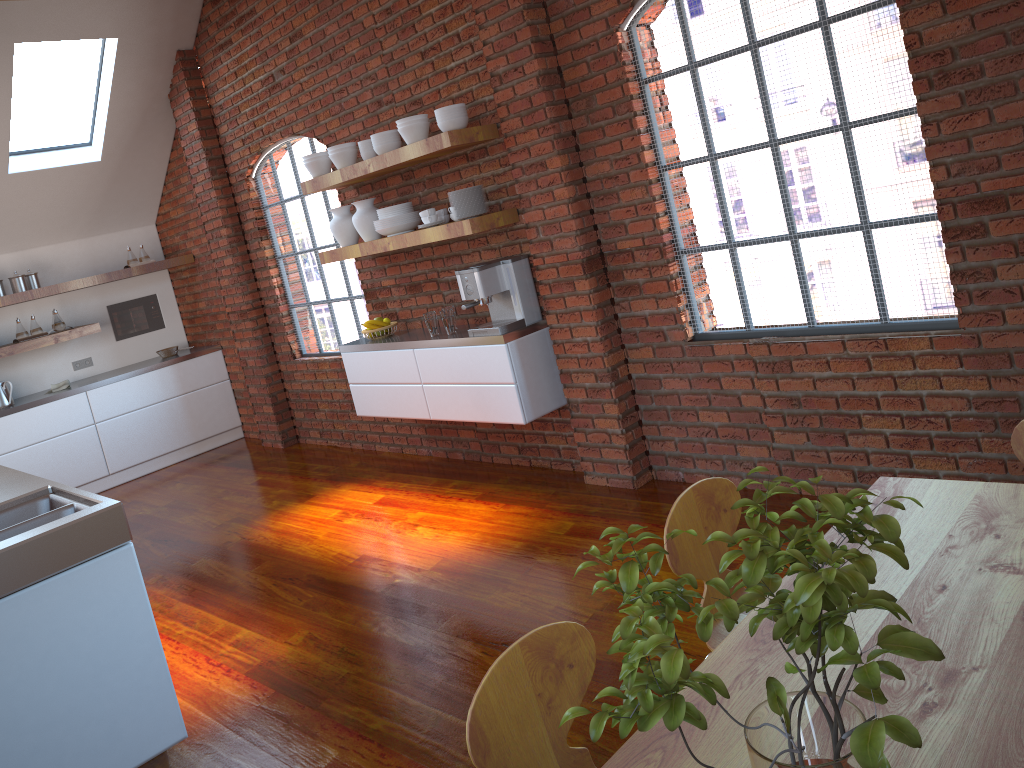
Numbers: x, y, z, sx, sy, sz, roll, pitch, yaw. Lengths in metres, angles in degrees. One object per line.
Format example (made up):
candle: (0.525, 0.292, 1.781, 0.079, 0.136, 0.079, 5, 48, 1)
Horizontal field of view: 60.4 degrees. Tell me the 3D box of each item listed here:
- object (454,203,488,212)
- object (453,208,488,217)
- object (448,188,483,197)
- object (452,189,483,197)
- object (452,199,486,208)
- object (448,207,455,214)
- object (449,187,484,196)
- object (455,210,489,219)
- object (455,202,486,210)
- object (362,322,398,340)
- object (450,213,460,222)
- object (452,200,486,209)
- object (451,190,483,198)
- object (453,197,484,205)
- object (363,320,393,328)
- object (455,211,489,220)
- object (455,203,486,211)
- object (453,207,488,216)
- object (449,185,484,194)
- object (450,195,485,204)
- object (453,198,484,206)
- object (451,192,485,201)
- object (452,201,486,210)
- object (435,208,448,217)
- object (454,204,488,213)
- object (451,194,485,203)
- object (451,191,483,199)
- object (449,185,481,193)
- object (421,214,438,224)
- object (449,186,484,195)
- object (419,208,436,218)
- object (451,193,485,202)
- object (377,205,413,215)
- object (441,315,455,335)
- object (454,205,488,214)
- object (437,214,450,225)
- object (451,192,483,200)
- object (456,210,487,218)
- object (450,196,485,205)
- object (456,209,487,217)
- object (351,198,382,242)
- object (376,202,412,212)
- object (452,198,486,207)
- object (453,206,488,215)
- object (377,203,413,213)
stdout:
object: (-0.220, -0.923, 4.639, 0.197, 0.013, 0.195, -19, 13, -23)
object: (-0.214, -0.900, 4.641, 0.197, 0.013, 0.195, -19, 13, -23)
object: (-0.239, -1.003, 4.632, 0.197, 0.013, 0.195, -19, 13, -23)
object: (-0.238, -0.998, 4.633, 0.197, 0.013, 0.195, -19, 13, -23)
object: (-0.225, -0.945, 4.637, 0.197, 0.013, 0.195, -19, 13, -23)
object: (-0.291, -0.948, 4.807, 0.093, 0.058, 0.101, -17, 10, -17)
object: (-0.240, -1.007, 4.632, 0.197, 0.013, 0.195, -19, 13, -23)
object: (-0.211, -0.887, 4.643, 0.197, 0.013, 0.195, -19, 13, -23)
object: (-0.222, -0.932, 4.639, 0.197, 0.013, 0.195, -19, 13, -23)
object: (-0.832, -0.331, 5.587, 0.235, 0.070, 0.240, -12, 11, 6)
object: (-0.289, -0.916, 4.808, 0.092, 0.046, 0.100, -15, 11, -6)
object: (-0.224, -0.941, 4.638, 0.197, 0.013, 0.195, -19, 13, -23)
object: (-0.237, -0.994, 4.633, 0.197, 0.013, 0.195, -19, 13, -23)
object: (-0.228, -0.958, 4.636, 0.197, 0.013, 0.195, -19, 13, -23)
object: (-0.845, -0.372, 5.535, 0.184, 0.084, 0.067, -14, 8, -4)
object: (-0.210, -0.883, 4.643, 0.197, 0.013, 0.195, -19, 13, -23)
object: (-0.221, -0.927, 4.639, 0.197, 0.013, 0.195, -19, 13, -23)
object: (-0.215, -0.905, 4.641, 0.197, 0.013, 0.195, -19, 13, -23)
object: (-0.242, -1.016, 4.631, 0.197, 0.013, 0.195, -19, 13, -23)
object: (-0.230, -0.967, 4.636, 0.197, 0.013, 0.195, -19, 13, -23)
object: (-0.227, -0.953, 4.637, 0.197, 0.013, 0.195, -19, 13, -23)
object: (-0.234, -0.980, 4.634, 0.197, 0.013, 0.195, -19, 13, -23)
object: (-0.223, -0.936, 4.638, 0.197, 0.013, 0.195, -19, 13, -23)
object: (-0.410, -0.965, 5.023, 0.091, 0.058, 0.102, -10, 10, 17)
object: (-0.219, -0.918, 4.640, 0.197, 0.013, 0.195, -19, 13, -23)
object: (-0.231, -0.971, 4.635, 0.197, 0.013, 0.195, -19, 13, -23)
object: (-0.236, -0.989, 4.634, 0.197, 0.013, 0.195, -19, 13, -23)
object: (-0.243, -1.021, 4.631, 0.197, 0.013, 0.195, -19, 13, -23)
object: (-0.452, -0.902, 4.847, 0.091, 0.046, 0.101, -4, 14, 43)
object: (-0.241, -1.012, 4.632, 0.197, 0.013, 0.195, -19, 13, -23)
object: (-0.465, -0.932, 4.847, 0.091, 0.058, 0.102, -7, 12, 32)
object: (-0.232, -0.976, 4.635, 0.197, 0.013, 0.195, -19, 13, -23)
object: (-0.675, -0.992, 5.126, 0.212, 0.054, 0.219, -4, 15, 40)
object: (-0.352, -0.329, 4.956, 0.079, 0.103, 0.078, -18, 8, -28)
object: (-0.217, -0.914, 4.640, 0.197, 0.013, 0.195, -19, 13, -23)
object: (-0.397, -0.936, 5.024, 0.091, 0.046, 0.101, -8, 12, 28)
object: (-0.235, -0.985, 4.634, 0.197, 0.013, 0.195, -19, 13, -23)
object: (-0.212, -0.892, 4.642, 0.197, 0.013, 0.195, -19, 13, -23)
object: (-0.229, -0.962, 4.636, 0.197, 0.013, 0.195, -19, 13, -23)
object: (-0.213, -0.896, 4.642, 0.197, 0.013, 0.195, -19, 13, -23)
object: (-0.875, -0.998, 5.369, 0.191, 0.246, 0.196, -11, 8, 21)
object: (-0.680, -1.010, 5.125, 0.212, 0.054, 0.219, -4, 15, 40)
object: (-0.226, -0.950, 4.637, 0.197, 0.013, 0.195, -19, 13, -23)
object: (-0.216, -0.909, 4.641, 0.197, 0.013, 0.195, -19, 13, -23)
object: (-0.677, -1.000, 5.126, 0.212, 0.054, 0.219, -4, 15, 40)
